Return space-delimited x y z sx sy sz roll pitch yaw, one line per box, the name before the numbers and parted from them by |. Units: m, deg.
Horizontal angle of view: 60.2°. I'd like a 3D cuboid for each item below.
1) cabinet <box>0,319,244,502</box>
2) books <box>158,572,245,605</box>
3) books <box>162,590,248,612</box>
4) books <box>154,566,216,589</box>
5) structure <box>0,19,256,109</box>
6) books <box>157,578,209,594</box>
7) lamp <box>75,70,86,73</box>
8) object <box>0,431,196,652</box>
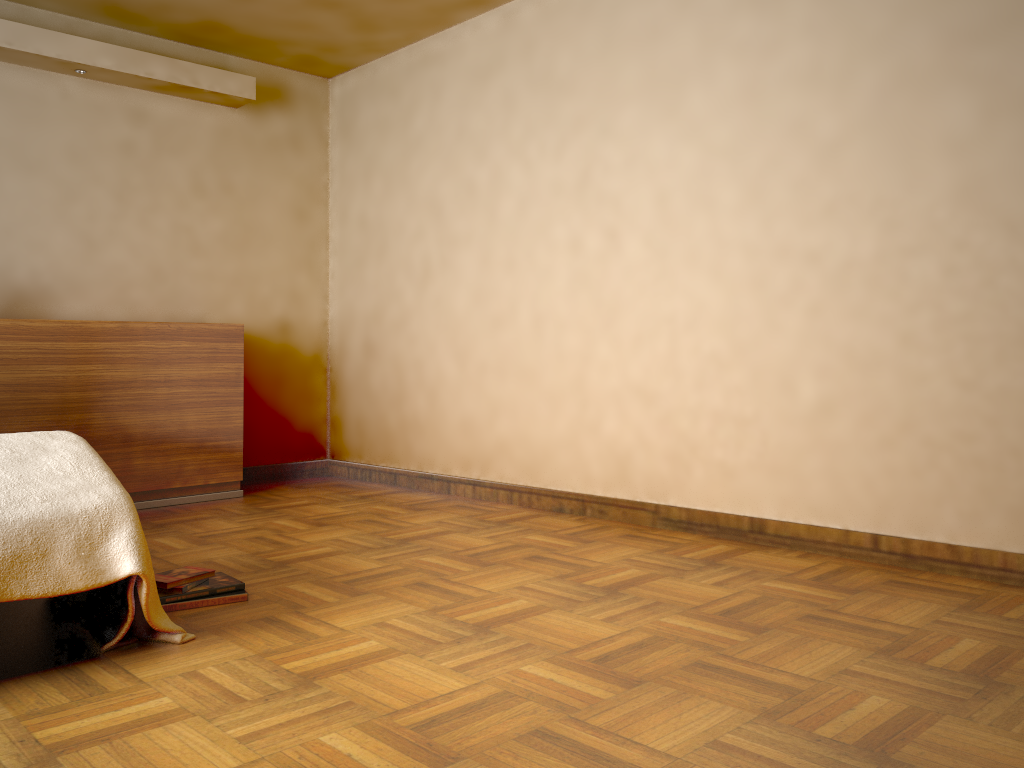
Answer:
cabinet | -2.145 0.137 4.169 1.673 0.866 0.414 -1 -1 -44
books | -0.957 0.605 2.620 0.264 0.020 0.189 -2 2 -39
books | -0.944 0.626 2.608 0.280 0.022 0.200 -1 2 -29
books | -0.983 0.568 2.602 0.123 0.018 0.172 0 2 31
structure | -2.321 -1.633 4.314 2.177 0.131 0.273 -2 2 -44
books | -0.990 0.586 2.604 0.123 0.018 0.172 0 2 6
lamp | -2.569 -1.568 4.059 1.157 0.028 0.050 -2 1 -44
object | -1.387 0.401 2.203 0.917 0.522 0.907 -1 0 -43
